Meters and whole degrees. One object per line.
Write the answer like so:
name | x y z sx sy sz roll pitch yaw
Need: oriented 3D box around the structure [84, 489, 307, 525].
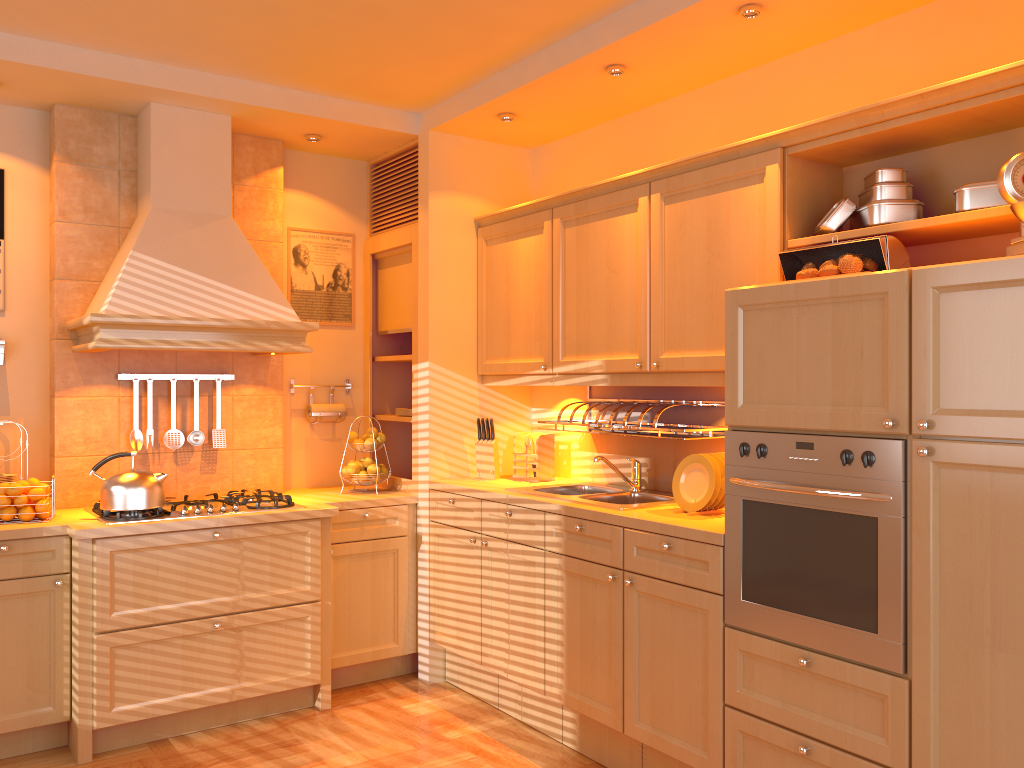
structure | -1.349 0.510 3.785 0.797 0.051 0.494 0 0 -35

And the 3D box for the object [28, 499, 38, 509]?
object | -1.873 0.464 3.484 0.062 0.053 0.051 0 0 23

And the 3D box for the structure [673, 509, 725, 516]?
structure | 0.681 0.447 3.129 0.219 0.010 0.084 0 0 -32

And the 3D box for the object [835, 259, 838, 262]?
object | 0.972 -0.335 2.609 0.061 0.063 0.066 0 0 -28

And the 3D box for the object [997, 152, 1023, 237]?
object | 1.260 -0.431 2.166 0.134 0.271 0.039 0 0 0

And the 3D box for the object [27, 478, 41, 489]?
object | -1.910 0.404 3.541 0.059 0.060 0.050 0 0 15

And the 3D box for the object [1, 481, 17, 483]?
object | -2.130 0.403 3.598 0.172 0.011 0.163 0 0 24

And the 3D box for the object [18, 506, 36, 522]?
object | -1.876 0.502 3.428 0.074 0.063 0.064 0 0 36

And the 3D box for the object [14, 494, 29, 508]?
object | -1.892 0.451 3.418 0.052 0.053 0.062 0 0 -13

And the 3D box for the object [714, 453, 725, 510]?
object | 0.731 0.346 3.164 0.049 0.200 0.205 0 0 -33

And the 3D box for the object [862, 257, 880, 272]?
object | 1.022 -0.334 2.545 0.065 0.058 0.066 0 0 -43

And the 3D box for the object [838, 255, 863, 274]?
object | 0.952 -0.332 2.492 0.066 0.064 0.045 0 0 17

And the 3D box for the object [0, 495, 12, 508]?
object | -1.947 0.449 3.390 0.063 0.051 0.053 0 0 -16

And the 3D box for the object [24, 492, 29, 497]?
object | -1.925 0.434 3.505 0.061 0.051 0.055 0 0 10

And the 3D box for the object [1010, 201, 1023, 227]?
object | 1.261 -0.380 2.044 0.199 0.075 0.199 0 0 24

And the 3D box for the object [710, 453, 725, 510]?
object | 0.707 0.346 3.149 0.049 0.200 0.205 0 0 -33

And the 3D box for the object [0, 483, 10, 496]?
object | -1.960 0.410 3.416 0.057 0.060 0.052 0 0 3

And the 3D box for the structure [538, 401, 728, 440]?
structure | 0.493 0.141 3.677 0.300 0.126 0.900 0 0 -35

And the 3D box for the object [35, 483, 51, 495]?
object | -1.854 0.417 3.504 0.063 0.053 0.051 0 0 28

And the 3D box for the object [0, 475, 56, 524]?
object | -1.909 0.445 3.474 0.207 0.174 0.189 0 0 -20

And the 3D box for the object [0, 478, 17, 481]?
object | -2.130 0.390 3.598 0.172 0.011 0.163 0 0 24

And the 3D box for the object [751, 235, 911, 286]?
object | 0.949 -0.351 2.602 0.280 0.123 0.400 0 0 -34

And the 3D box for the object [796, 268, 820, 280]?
object | 0.868 -0.320 2.594 0.069 0.034 0.066 0 0 -16

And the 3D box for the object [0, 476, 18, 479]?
object | -2.130 0.384 3.598 0.172 0.011 0.163 0 0 24

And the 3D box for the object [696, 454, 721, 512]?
object | 0.660 0.346 3.120 0.049 0.200 0.205 0 0 -33

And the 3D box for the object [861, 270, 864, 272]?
object | 0.966 -0.321 2.529 0.062 0.036 0.065 0 0 -32

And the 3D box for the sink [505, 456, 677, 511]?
sink | 0.368 0.458 3.590 0.465 0.336 0.746 0 0 -35

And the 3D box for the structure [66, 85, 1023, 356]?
structure | 0.028 -0.616 3.037 4.091 1.148 1.061 0 0 29

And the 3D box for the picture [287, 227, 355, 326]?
picture | -0.985 -0.551 4.594 0.366 0.491 0.007 0 0 -35

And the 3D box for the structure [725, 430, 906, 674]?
structure | 0.796 0.432 2.436 0.066 0.583 0.576 0 0 -35

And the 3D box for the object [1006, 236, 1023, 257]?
object | 1.261 -0.316 2.044 0.179 0.053 0.156 0 0 0

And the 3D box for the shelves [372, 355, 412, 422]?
shelves | -0.365 0.206 4.664 0.582 0.702 0.600 0 0 -35

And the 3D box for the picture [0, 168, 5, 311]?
picture | -2.331 -0.614 3.656 0.417 0.605 0.009 0 0 -35

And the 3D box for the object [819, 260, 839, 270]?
object | 0.929 -0.331 2.583 0.065 0.056 0.056 0 0 39

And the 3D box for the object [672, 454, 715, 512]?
object | 0.636 0.346 3.105 0.049 0.200 0.205 0 0 -33

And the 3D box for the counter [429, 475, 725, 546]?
counter | 0.370 0.471 3.591 0.600 0.038 1.800 0 0 -35

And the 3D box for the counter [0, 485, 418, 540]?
counter | -1.494 0.551 3.775 2.250 0.038 0.770 0 0 -35

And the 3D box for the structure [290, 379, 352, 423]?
structure | -0.957 0.087 4.541 0.320 0.220 0.126 0 0 -35

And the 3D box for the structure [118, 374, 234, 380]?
structure | -1.510 -0.032 4.011 0.506 0.024 0.009 0 0 -35

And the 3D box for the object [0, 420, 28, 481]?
object | -2.232 0.343 3.540 0.572 0.379 0.221 0 0 -35

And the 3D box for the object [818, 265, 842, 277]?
object | 0.907 -0.321 2.529 0.062 0.036 0.065 0 0 -22

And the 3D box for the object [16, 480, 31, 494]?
object | -1.911 0.402 3.464 0.063 0.053 0.051 0 0 17

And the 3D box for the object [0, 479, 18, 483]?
object | -2.130 0.397 3.598 0.172 0.011 0.163 0 0 24

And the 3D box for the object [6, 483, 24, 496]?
object | -1.908 0.406 3.405 0.063 0.051 0.053 0 0 -27

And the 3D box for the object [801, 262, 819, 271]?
object | 0.899 -0.334 2.679 0.069 0.064 0.055 0 0 -30

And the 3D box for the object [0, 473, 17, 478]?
object | -2.130 0.377 3.598 0.172 0.011 0.163 0 0 24

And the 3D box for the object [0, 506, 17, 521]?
object | -1.929 0.496 3.397 0.052 0.057 0.060 0 0 17

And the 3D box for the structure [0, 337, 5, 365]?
structure | -2.312 -0.140 3.633 0.405 0.118 0.069 0 0 -35

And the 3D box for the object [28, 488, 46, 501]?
object | -1.846 0.429 3.446 0.053 0.052 0.061 0 0 28

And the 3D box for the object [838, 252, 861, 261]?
object | 0.972 -0.357 2.552 0.061 0.047 0.063 0 0 13

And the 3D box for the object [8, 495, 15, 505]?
object | -1.940 0.447 3.447 0.051 0.053 0.064 0 0 18

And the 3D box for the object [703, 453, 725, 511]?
object | 0.683 0.346 3.134 0.049 0.200 0.205 0 0 -33
